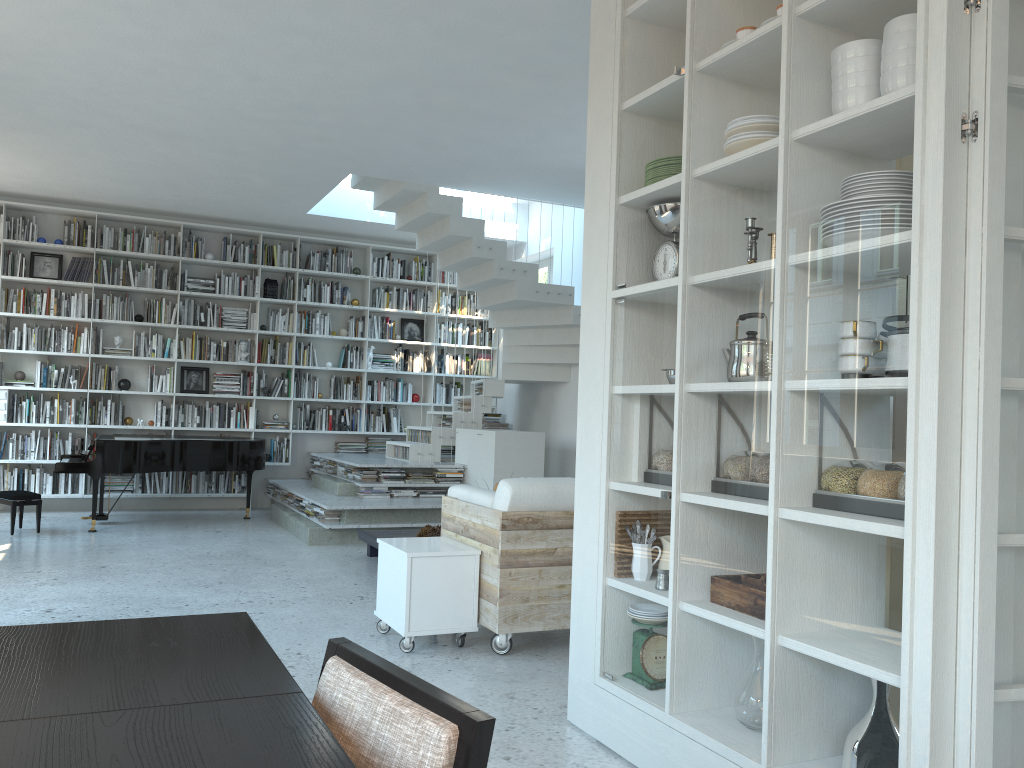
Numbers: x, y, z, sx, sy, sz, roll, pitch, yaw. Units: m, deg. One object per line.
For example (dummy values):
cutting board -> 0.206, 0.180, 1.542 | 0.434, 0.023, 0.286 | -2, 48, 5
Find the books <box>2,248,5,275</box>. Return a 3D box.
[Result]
books -> -5.171, -1.226, 9.026 | 0.005, 0.292, 0.184 | 3, -2, -25

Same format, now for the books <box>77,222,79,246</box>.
books -> -4.560, -1.552, 9.321 | 0.011, 0.274, 0.183 | 3, -2, -25

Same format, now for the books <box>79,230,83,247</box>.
books -> -4.535, -1.508, 9.337 | 0.027, 0.190, 0.177 | 3, -2, -25

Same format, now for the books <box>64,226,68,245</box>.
books -> -4.662, -1.529, 9.279 | 0.028, 0.218, 0.153 | 3, -2, -25

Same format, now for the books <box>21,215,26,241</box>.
books -> -5.010, -1.578, 9.096 | 0.015, 0.279, 0.190 | 3, -2, -25

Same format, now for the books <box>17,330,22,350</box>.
books -> -5.040, -0.439, 9.072 | 0.028, 0.203, 0.188 | 3, -2, -25

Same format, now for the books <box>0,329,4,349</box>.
books -> -5.183, -0.448, 9.029 | 0.026, 0.209, 0.155 | 3, -2, -25

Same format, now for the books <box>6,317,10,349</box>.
books -> -5.134, -0.509, 9.031 | 0.012, 0.333, 0.184 | 3, -2, -25

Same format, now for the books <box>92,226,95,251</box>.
books -> -4.439, -1.533, 9.398 | 0.039, 0.252, 0.146 | 3, -2, -25

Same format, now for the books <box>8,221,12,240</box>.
books -> -5.129, -1.549, 9.069 | 0.032, 0.210, 0.158 | 3, -2, -25

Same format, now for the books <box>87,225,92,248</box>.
books -> -4.466, -1.536, 9.370 | 0.031, 0.254, 0.178 | 3, -2, -25

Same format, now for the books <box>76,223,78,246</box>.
books -> -4.570, -1.547, 9.315 | 0.010, 0.263, 0.156 | 3, -2, -25

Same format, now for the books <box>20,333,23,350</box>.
books -> -5.037, -0.429, 9.123 | 0.021, 0.187, 0.129 | 3, -2, -25

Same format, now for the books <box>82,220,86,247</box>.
books -> -4.506, -1.560, 9.340 | 0.025, 0.297, 0.163 | 3, -2, -25

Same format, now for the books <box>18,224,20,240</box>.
books -> -5.058, -1.536, 9.106 | 0.014, 0.192, 0.146 | 3, -2, -25

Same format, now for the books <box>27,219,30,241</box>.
books -> -4.985, -1.562, 9.135 | 0.013, 0.252, 0.129 | 3, -2, -25

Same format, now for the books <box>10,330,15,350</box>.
books -> -5.103, -0.444, 9.072 | 0.042, 0.208, 0.143 | 3, -2, -25

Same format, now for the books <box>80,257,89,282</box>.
books -> -4.512, -1.186, 9.367 | 0.078, 0.285, 0.174 | 3, -2, -25

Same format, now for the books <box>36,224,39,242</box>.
books -> -4.915, -1.537, 9.176 | 0.013, 0.210, 0.136 | 3, -2, -25

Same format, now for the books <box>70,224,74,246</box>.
books -> -4.612, -1.542, 9.296 | 0.028, 0.249, 0.155 | 3, -2, -25

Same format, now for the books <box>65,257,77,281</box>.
books -> -4.629, -1.187, 9.307 | 0.110, 0.279, 0.174 | 3, -2, -25

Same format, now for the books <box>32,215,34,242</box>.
books -> -4.946, -1.585, 9.157 | 0.007, 0.301, 0.145 | 3, -2, -25

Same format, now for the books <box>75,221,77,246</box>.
books -> -4.585, -1.557, 9.322 | 0.013, 0.283, 0.166 | 3, -2, -25

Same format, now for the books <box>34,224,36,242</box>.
books -> -4.923, -1.534, 9.162 | 0.014, 0.202, 0.170 | 3, -2, -25

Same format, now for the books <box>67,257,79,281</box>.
books -> -4.601, -1.186, 9.301 | 0.110, 0.279, 0.174 | 3, -2, -25

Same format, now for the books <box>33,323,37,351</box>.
books -> -4.920, -0.477, 9.146 | 0.011, 0.293, 0.183 | 3, -2, -25

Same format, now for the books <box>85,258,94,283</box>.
books -> -4.463, -1.185, 9.369 | 0.078, 0.285, 0.174 | 3, -2, -25

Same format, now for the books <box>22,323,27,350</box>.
books -> -5.006, -0.475, 9.113 | 0.023, 0.281, 0.174 | 3, -2, -25

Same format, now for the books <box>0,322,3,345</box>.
books -> -5.203, -0.487, 9.030 | 0.012, 0.285, 0.159 | 3, -2, -25

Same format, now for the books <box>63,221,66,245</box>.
books -> -4.685, -1.559, 9.283 | 0.013, 0.278, 0.151 | 3, -2, -25

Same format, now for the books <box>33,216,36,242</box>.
books -> -4.941, -1.580, 9.172 | 0.015, 0.293, 0.131 | 3, -2, -25

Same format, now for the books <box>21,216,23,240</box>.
books -> -5.027, -1.575, 9.105 | 0.007, 0.272, 0.154 | 3, -2, -25

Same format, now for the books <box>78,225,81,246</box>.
books -> -4.562, -1.541, 9.352 | 0.013, 0.254, 0.129 | 3, -2, -25

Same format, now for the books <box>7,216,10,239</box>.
books -> -5.147, -1.574, 9.062 | 0.007, 0.258, 0.156 | 3, -2, -25

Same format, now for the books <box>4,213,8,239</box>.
books -> -5.168, -1.588, 9.054 | 0.007, 0.285, 0.159 | 3, -2, -25

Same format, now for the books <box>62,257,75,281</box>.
books -> -4.646, -1.188, 9.289 | 0.110, 0.279, 0.174 | 3, -2, -25

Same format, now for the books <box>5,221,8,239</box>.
books -> -5.156, -1.547, 9.051 | 0.017, 0.204, 0.142 | 3, -2, -25

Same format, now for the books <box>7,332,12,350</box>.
books -> -5.117, -0.432, 9.045 | 0.037, 0.182, 0.189 | 3, -2, -25

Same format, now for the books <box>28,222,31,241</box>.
books -> -4.970, -1.546, 9.131 | 0.013, 0.219, 0.181 | 3, -2, -25

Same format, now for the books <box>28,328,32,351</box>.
books -> -4.970, -0.453, 9.146 | 0.049, 0.243, 0.139 | 3, -2, -25

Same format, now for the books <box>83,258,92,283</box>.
books -> -4.490, -1.185, 9.372 | 0.078, 0.285, 0.174 | 3, -2, -25

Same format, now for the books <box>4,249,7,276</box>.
books -> -5.162, -1.221, 9.041 | 0.006, 0.287, 0.148 | 3, -2, -25

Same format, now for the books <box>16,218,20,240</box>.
books -> -5.066, -1.562, 9.093 | 0.016, 0.243, 0.156 | 3, -2, -25

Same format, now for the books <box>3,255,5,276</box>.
books -> -5.180, -1.194, 9.059 | 0.006, 0.233, 0.136 | 3, -2, -25

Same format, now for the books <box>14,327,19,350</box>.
books -> -5.066, -0.456, 9.071 | 0.022, 0.235, 0.177 | 3, -2, -25

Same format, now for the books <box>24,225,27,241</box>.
books -> -5.001, -1.528, 9.121 | 0.026, 0.182, 0.161 | 3, -2, -25

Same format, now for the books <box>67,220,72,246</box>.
books -> -4.635, -1.558, 9.287 | 0.024, 0.279, 0.188 | 3, -2, -25

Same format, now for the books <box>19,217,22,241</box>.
books -> -5.038, -1.570, 9.102 | 0.016, 0.261, 0.154 | 3, -2, -25

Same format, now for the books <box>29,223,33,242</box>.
books -> -4.952, -1.542, 9.132 | 0.021, 0.213, 0.173 | 3, -2, -25

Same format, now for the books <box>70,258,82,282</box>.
books -> -4.588, -1.185, 9.326 | 0.110, 0.279, 0.174 | 3, -2, -25

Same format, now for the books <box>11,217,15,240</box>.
books -> -5.105, -1.567, 9.072 | 0.012, 0.249, 0.180 | 3, -2, -25

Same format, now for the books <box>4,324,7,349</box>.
books -> -5.154, -0.476, 9.025 | 0.027, 0.266, 0.176 | 3, -2, -25

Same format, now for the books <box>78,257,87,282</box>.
books -> -4.531, -1.188, 9.353 | 0.078, 0.285, 0.174 | 3, -2, -25

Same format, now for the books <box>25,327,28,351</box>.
books -> -4.987, -0.457, 9.112 | 0.011, 0.246, 0.176 | 3, -2, -25

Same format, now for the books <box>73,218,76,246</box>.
books -> -4.603, -1.576, 9.330 | 0.014, 0.320, 0.136 | 3, -2, -25

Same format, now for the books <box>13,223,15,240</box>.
books -> -5.099, -1.539, 9.090 | 0.017, 0.193, 0.129 | 3, -2, -25

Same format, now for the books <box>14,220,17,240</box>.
books -> -5.077, -1.554, 9.082 | 0.013, 0.225, 0.177 | 3, -2, -25

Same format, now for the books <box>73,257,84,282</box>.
books -> -4.553, -1.186, 9.321 | 0.097, 0.282, 0.174 | 3, -2, -25

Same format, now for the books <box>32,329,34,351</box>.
books -> -4.933, -0.446, 9.142 | 0.014, 0.229, 0.148 | 3, -2, -25

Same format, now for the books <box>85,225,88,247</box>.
books -> -4.495, -1.541, 9.370 | 0.022, 0.260, 0.152 | 3, -2, -25
